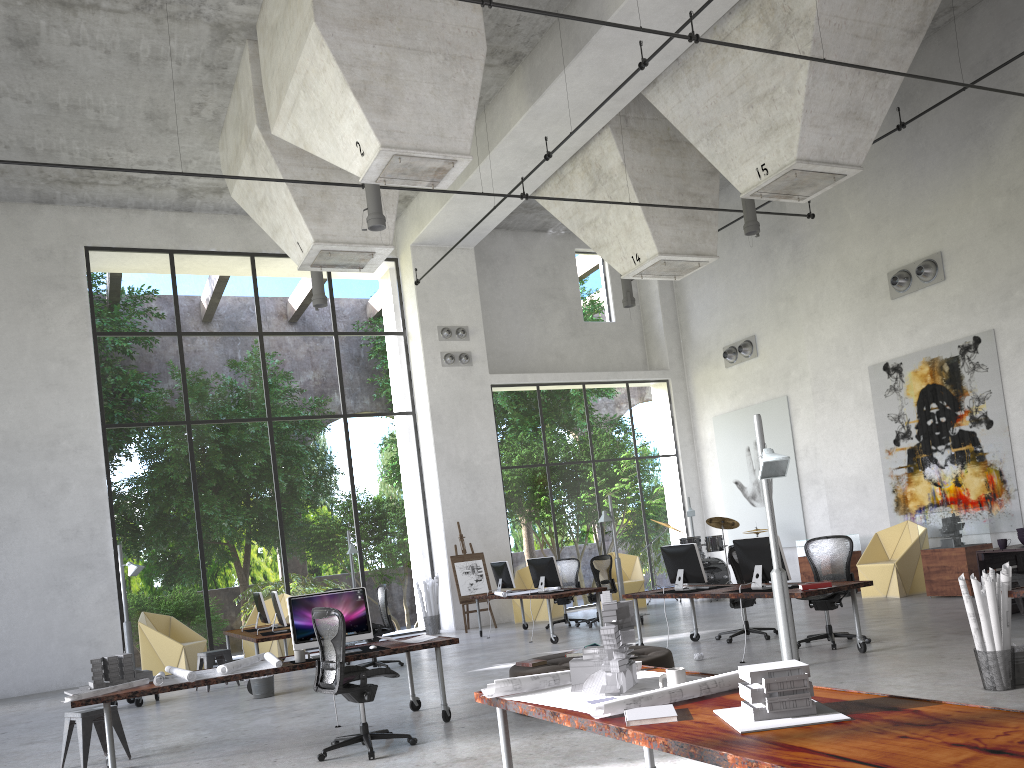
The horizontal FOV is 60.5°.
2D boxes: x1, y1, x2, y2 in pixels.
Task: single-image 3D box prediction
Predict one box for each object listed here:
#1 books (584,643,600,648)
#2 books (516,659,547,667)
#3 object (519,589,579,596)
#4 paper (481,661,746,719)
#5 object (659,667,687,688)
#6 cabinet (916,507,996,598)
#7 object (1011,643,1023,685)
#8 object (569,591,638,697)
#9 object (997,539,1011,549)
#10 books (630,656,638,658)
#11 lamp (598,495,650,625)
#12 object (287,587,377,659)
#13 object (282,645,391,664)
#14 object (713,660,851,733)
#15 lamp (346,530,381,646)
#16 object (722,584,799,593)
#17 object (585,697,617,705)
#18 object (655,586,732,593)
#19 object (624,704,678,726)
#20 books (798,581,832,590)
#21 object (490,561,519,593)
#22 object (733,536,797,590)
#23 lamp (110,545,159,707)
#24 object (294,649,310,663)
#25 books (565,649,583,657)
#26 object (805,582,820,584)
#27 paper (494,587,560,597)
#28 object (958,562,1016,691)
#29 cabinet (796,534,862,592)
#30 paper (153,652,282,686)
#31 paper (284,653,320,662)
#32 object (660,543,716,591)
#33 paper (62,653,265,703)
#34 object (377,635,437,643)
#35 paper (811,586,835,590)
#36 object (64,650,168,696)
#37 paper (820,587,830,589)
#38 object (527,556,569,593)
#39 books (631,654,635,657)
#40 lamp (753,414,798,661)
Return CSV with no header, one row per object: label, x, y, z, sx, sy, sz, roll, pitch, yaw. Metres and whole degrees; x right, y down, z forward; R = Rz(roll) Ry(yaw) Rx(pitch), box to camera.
books,0.797,2.484,8.215,0.144,0.102,0.208,0,-11,-40
books,0.179,2.544,8.009,0.174,0.032,0.259,0,-13,-34
object,0.611,3.276,13.813,0.685,0.008,0.864,0,-13,-34
paper,0.508,1.432,4.207,0.972,0.104,1.095,-1,-12,-31
object,0.737,1.357,4.024,0.123,0.099,0.089,-7,-6,3
cabinet,6.517,2.476,12.871,0.591,1.244,0.755,-5,-5,-26
object,3.830,2.104,6.645,0.399,0.296,0.297,-9,-7,17
object,0.428,1.261,4.250,0.362,0.516,0.498,-8,-7,9
object,5.660,1.839,10.109,0.100,0.108,0.131,-2,-9,-35
books,0.922,2.395,7.661,0.299,0.031,0.224,-5,-11,-11
lamp,1.720,2.876,14.322,0.593,2.134,0.587,-5,-4,-26
object,-1.598,2.126,7.829,0.711,0.548,0.383,-3,-6,-24
object,-1.565,2.405,7.812,0.845,0.008,0.701,-2,-12,-24
object,0.979,1.145,3.276,0.389,0.180,0.423,-7,-9,-1
lamp,-2.817,3.690,15.728,0.576,2.134,0.604,-5,-4,-26
object,2.746,2.170,9.317,0.685,0.008,0.865,-2,-12,-24
object,0.420,1.418,3.904,0.133,0.008,0.207,-4,-11,-14
object,2.161,2.473,10.549,0.685,0.008,0.865,-2,-12,-24
object,0.553,1.324,3.511,0.200,0.023,0.239,-8,-11,5
books,2.970,1.979,8.622,0.285,0.052,0.205,-8,-10,6
object,-0.090,3.341,15.224,0.375,0.547,0.727,-4,-8,-25
object,2.709,1.892,9.332,0.375,0.547,0.727,-4,-8,-25
lamp,-5.131,3.211,11.714,0.597,2.134,0.583,-7,-3,7
object,-1.791,2.316,7.486,0.123,0.099,0.089,-7,-6,3
books,0.639,2.533,8.282,0.199,0.034,0.287,-11,-11,19
object,2.954,1.951,8.625,0.151,0.011,0.011,-14,-9,32
paper,0.243,3.426,14.620,1.071,0.104,0.994,-4,-11,-16
object,3.566,1.800,6.524,0.319,0.929,0.345,-6,-4,-8
cabinet,5.544,3.167,15.273,0.740,1.004,0.747,-4,-6,-26
paper,-2.480,2.396,7.415,1.071,0.104,0.994,-2,-12,-26
paper,-1.805,2.441,7.884,0.483,0.001,0.437,-4,-11,-15
object,2.124,2.195,10.563,0.375,0.547,0.727,-4,-8,-25
paper,-2.704,2.412,7.339,0.895,0.102,1.952,-9,-11,12
object,-0.964,2.332,8.085,0.468,0.085,0.444,-3,-11,-23
paper,3.012,2.005,8.642,0.289,0.001,0.214,-5,-11,-9
object,-3.323,2.382,7.360,0.734,0.302,0.441,0,-11,-36
paper,3.004,2.006,8.640,0.210,0.001,0.295,3,-15,-43
object,0.574,2.998,13.827,0.375,0.547,0.727,-3,-9,-34
books,0.925,2.392,7.687,0.302,0.039,0.222,-8,-11,9
lamp,1.747,1.259,5.761,0.579,2.134,0.601,-7,-3,-1
